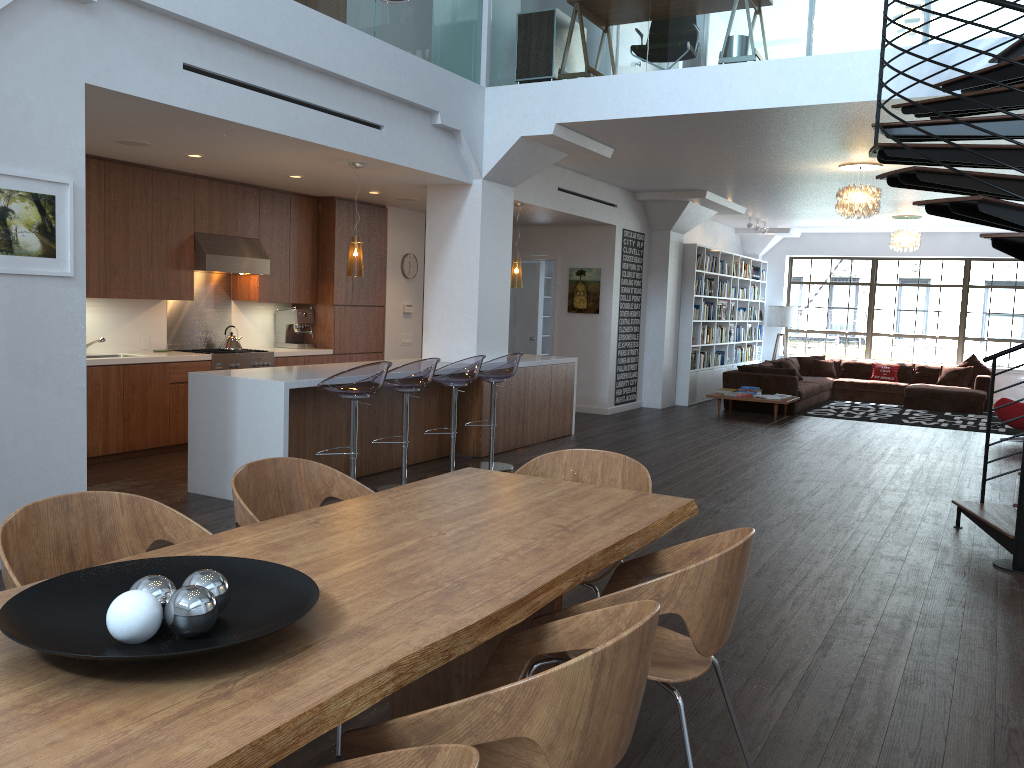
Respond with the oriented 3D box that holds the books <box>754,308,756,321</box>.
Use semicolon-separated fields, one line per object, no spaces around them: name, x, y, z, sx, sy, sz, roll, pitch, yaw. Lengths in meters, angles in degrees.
books;4.475;-1.307;16.616;0.174;0.236;0.142;5;6;28

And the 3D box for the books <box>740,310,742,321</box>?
books;3.999;-1.223;15.726;0.139;0.191;0.036;5;6;29

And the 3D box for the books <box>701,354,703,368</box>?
books;2.898;-0.360;13.885;0.161;0.223;0.033;5;6;29

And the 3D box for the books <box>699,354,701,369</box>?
books;2.859;-0.355;13.807;0.161;0.223;0.032;5;6;29

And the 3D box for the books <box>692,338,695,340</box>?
books;2.656;-0.684;13.456;0.174;0.032;0.254;4;6;24

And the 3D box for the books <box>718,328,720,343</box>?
books;3.308;-0.801;14.558;0.183;0.253;0.034;5;6;28

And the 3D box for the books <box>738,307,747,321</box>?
books;4.157;-1.263;16.013;0.140;0.231;0.042;5;6;29

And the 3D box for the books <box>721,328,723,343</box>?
books;3.407;-0.812;14.725;0.183;0.253;0.034;5;6;28

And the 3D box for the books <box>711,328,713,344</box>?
books;3.141;-0.780;14.265;0.160;0.250;0.026;5;6;29

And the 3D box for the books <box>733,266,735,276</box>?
books;3.695;-1.952;15.089;0.174;0.236;0.136;5;6;28

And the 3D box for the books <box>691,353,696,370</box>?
books;2.713;-0.353;13.561;0.183;0.253;0.042;5;6;29

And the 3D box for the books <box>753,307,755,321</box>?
books;4.433;-1.311;16.536;0.183;0.253;0.042;5;6;29

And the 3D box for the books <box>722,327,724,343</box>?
books;3.440;-0.821;14.801;0.180;0.259;0.060;5;6;28

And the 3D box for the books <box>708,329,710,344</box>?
books;3.052;-0.760;14.115;0.168;0.231;0.037;5;6;29

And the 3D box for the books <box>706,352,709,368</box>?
books;3.046;-0.394;14.153;0.183;0.253;0.042;5;6;29

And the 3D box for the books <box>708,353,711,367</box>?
books;3.088;-0.390;14.233;0.174;0.236;0.142;5;6;28

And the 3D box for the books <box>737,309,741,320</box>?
books;3.976;-1.229;15.693;0.140;0.206;0.042;5;6;29

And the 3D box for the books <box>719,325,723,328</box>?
books;3.416;-0.834;14.758;0.176;0.290;0.036;5;6;28

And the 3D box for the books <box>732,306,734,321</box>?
books;3.710;-1.219;15.242;0.183;0.253;0.039;5;6;29

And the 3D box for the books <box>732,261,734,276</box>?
books;3.653;-1.956;15.012;0.183;0.253;0.042;5;6;29

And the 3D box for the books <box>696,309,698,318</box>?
books;2.763;-1.055;13.484;0.120;0.167;0.020;5;6;29

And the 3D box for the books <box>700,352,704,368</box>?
books;2.927;-0.381;13.946;0.183;0.253;0.042;5;6;29

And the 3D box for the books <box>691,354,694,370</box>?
books;2.667;-0.339;13.458;0.174;0.240;0.054;5;6;29

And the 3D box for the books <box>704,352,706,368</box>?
books;2.965;-0.381;14.009;0.171;0.246;0.039;5;6;29

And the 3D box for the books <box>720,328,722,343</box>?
books;3.378;-0.804;14.697;0.174;0.240;0.045;5;6;28

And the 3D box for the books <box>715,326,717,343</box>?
books;3.226;-0.808;14.426;0.198;0.284;0.066;5;6;28

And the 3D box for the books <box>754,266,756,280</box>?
books;4.399;-2.052;16.379;0.183;0.253;0.042;5;6;29

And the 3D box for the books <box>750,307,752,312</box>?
books;4.314;-1.297;16.330;0.183;0.253;0.042;5;6;29

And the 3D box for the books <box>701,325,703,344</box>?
books;2.882;-0.768;13.760;0.140;0.298;0.044;5;6;29

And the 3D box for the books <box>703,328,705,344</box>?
books;2.930;-0.752;13.890;0.171;0.246;0.057;5;6;29

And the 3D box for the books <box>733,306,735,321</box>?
books;3.747;-1.221;15.300;0.171;0.246;0.036;5;6;29

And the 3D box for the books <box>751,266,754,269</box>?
books;4.332;-2.045;16.266;0.183;0.253;0.042;5;6;29

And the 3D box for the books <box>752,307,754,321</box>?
books;4.386;-1.309;16.464;0.180;0.259;0.042;5;6;29

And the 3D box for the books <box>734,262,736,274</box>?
books;3.758;-1.968;15.208;0.160;0.251;0.031;5;6;29

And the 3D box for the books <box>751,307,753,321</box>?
books;4.352;-1.297;16.393;0.171;0.246;0.039;5;6;29

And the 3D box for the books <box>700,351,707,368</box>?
books;2.999;-0.392;14.080;0.180;0.259;0.042;5;6;29

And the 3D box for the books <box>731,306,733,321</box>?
books;3.668;-1.214;15.145;0.174;0.251;0.051;5;6;29

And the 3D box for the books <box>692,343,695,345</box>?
books;2.658;-0.617;13.465;0.197;0.035;0.284;4;5;19

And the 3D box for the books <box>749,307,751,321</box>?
books;4.268;-1.283;16.227;0.174;0.240;0.054;5;6;29

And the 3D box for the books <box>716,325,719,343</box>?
books;3.287;-0.817;14.519;0.176;0.290;0.053;5;6;28

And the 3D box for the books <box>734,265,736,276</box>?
books;3.727;-1.940;15.135;0.161;0.207;0.130;5;6;28

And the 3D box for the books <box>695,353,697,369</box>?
books;2.754;-0.358;13.632;0.180;0.251;0.048;5;6;29

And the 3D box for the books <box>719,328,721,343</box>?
books;3.346;-0.802;14.626;0.171;0.246;0.057;5;6;28

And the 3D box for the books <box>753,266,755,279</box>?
books;4.358;-2.047;16.301;0.183;0.253;0.042;5;6;29

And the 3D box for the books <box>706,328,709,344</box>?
books;3.034;-0.764;14.071;0.171;0.246;0.057;5;6;29

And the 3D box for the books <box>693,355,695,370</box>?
books;2.707;-0.335;13.523;0.161;0.223;0.032;5;6;29

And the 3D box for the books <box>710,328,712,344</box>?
books;3.092;-0.774;14.171;0.183;0.253;0.034;5;6;29

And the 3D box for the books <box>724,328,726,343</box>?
books;3.501;-0.820;14.924;0.174;0.240;0.045;5;6;28

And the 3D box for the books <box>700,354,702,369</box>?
books;2.871;-0.362;13.850;0.176;0.231;0.053;5;6;29

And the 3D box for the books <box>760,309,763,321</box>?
books;4.711;-1.325;17.028;0.182;0.215;0.188;5;6;29

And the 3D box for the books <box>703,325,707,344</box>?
books;2.969;-0.779;13.961;0.176;0.290;0.053;5;6;29

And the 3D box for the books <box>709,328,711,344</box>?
books;3.072;-0.773;14.143;0.183;0.253;0.034;5;6;29

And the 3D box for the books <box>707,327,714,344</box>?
books;3.158;-0.783;14.290;0.183;0.253;0.034;5;6;29
